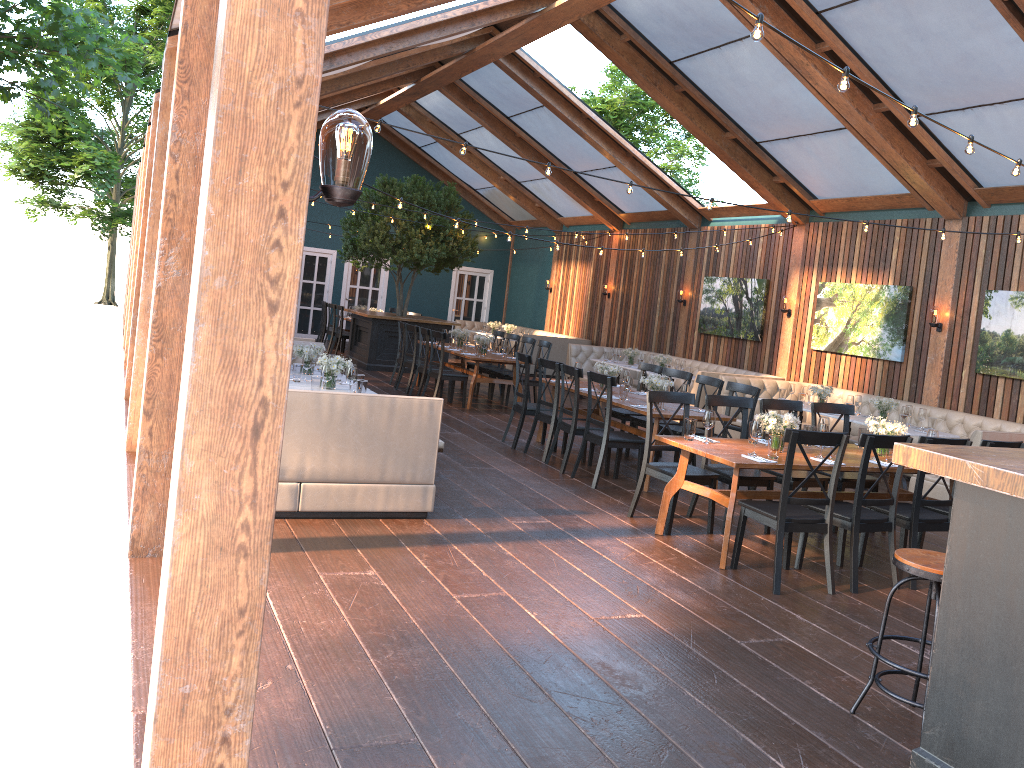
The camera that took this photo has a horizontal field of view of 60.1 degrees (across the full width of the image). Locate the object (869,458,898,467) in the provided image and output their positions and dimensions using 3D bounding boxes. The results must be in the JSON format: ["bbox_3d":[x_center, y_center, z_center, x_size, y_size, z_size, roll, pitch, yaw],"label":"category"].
[{"bbox_3d":[2.691,0.571,6.457,0.157,0.019,0.257,4,6,-24],"label":"object"}]

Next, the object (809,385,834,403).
[{"bbox_3d":[3.853,0.153,10.996,0.329,0.309,0.337,6,4,-2],"label":"object"}]

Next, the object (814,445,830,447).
[{"bbox_3d":[2.457,0.481,7.068,0.157,0.019,0.257,4,6,-24],"label":"object"}]

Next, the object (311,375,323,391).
[{"bbox_3d":[-1.549,0.015,6.998,0.091,0.158,0.092,4,4,-38],"label":"object"}]

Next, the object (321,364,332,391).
[{"bbox_3d":[-1.491,-0.031,7.092,0.092,0.244,0.092,7,3,18],"label":"object"}]

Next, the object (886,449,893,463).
[{"bbox_3d":[2.823,0.504,6.573,0.092,0.158,0.092,7,3,2],"label":"object"}]

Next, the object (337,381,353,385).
[{"bbox_3d":[-1.493,-0.011,8.000,0.254,0.019,0.158,4,6,-24],"label":"object"}]

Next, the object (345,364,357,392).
[{"bbox_3d":[-1.340,-0.039,7.342,0.092,0.244,0.092,7,3,18],"label":"object"}]

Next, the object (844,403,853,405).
[{"bbox_3d":[3.921,0.304,10.336,0.091,0.158,0.092,4,4,-38],"label":"object"}]

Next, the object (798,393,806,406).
[{"bbox_3d":[3.616,0.196,11.044,0.091,0.158,0.092,4,4,-38],"label":"object"}]

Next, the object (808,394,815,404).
[{"bbox_3d":[3.877,0.183,11.465,0.091,0.158,0.092,4,4,-38],"label":"object"}]

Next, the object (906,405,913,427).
[{"bbox_3d":[4.454,0.361,9.954,0.092,0.244,0.092,7,3,18],"label":"object"}]

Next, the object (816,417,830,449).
[{"bbox_3d":[2.424,0.381,6.903,0.092,0.244,0.092,7,3,18],"label":"object"}]

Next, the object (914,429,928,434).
[{"bbox_3d":[4.458,0.515,9.564,0.157,0.019,0.257,4,6,-24],"label":"object"}]

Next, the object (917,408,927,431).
[{"bbox_3d":[4.501,0.390,9.723,0.092,0.244,0.092,7,3,18],"label":"object"}]

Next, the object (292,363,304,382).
[{"bbox_3d":[-1.873,-0.097,7.723,0.091,0.158,0.092,4,4,-38],"label":"object"}]

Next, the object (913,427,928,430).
[{"bbox_3d":[4.603,0.494,9.928,0.254,0.019,0.158,4,6,-24],"label":"object"}]

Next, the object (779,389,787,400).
[{"bbox_3d":[3.489,0.144,11.418,0.091,0.158,0.092,4,4,-38],"label":"object"}]

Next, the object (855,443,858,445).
[{"bbox_3d":[2.976,0.517,7.303,0.157,0.019,0.257,4,6,-24],"label":"object"}]

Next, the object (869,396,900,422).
[{"bbox_3d":[4.256,0.287,10.136,0.338,0.309,0.328,10,5,40],"label":"object"}]

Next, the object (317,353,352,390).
[{"bbox_3d":[-1.533,-0.113,7.525,0.338,0.309,0.328,10,5,40],"label":"object"}]

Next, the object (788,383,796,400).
[{"bbox_3d":[3.588,0.117,11.363,0.092,0.244,0.092,8,3,24],"label":"object"}]

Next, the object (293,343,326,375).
[{"bbox_3d":[-1.936,-0.247,8.386,0.329,0.309,0.337,6,4,-2],"label":"object"}]

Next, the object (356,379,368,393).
[{"bbox_3d":[-1.203,0.048,7.059,0.091,0.158,0.092,4,4,-38],"label":"object"}]

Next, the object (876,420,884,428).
[{"bbox_3d":[2.964,0.419,7.137,0.092,0.244,0.092,7,3,18],"label":"object"}]

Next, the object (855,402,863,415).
[{"bbox_3d":[4.200,0.295,10.735,0.091,0.158,0.092,4,4,-38],"label":"object"}]

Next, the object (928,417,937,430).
[{"bbox_3d":[4.590,0.449,9.671,0.091,0.158,0.092,4,4,-38],"label":"object"}]

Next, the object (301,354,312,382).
[{"bbox_3d":[-1.815,-0.143,7.817,0.092,0.244,0.092,7,3,18],"label":"object"}]

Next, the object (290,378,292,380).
[{"bbox_3d":[-1.990,-0.053,7.851,0.254,0.019,0.158,4,6,-24],"label":"object"}]

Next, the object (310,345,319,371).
[{"bbox_3d":[-1.965,-0.256,8.756,0.092,0.244,0.092,8,3,24],"label":"object"}]

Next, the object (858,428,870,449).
[{"bbox_3d":[2.867,0.443,7.213,0.092,0.158,0.092,7,3,2],"label":"object"}]

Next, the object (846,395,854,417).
[{"bbox_3d":[3.979,0.258,10.429,0.092,0.244,0.092,7,3,18],"label":"object"}]

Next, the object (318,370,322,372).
[{"bbox_3d":[-1.816,-0.123,8.730,0.254,0.019,0.158,4,6,-24],"label":"object"}]

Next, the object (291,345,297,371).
[{"bbox_3d":[-2.119,-0.250,8.525,0.092,0.244,0.092,8,3,24],"label":"object"}]

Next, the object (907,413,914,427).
[{"bbox_3d":[4.502,0.400,10.051,0.091,0.158,0.092,4,4,-38],"label":"object"}]

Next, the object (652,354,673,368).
[{"bbox_3d":[2.424,-0.344,14.253,0.336,0.309,0.330,6,4,-8],"label":"object"}]

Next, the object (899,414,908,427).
[{"bbox_3d":[4.245,0.415,9.610,0.091,0.158,0.092,4,4,-38],"label":"object"}]

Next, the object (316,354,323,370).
[{"bbox_3d":[-1.917,-0.217,8.853,0.091,0.158,0.092,4,4,-38],"label":"object"}]

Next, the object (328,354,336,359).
[{"bbox_3d":[-1.643,-0.144,8.026,0.092,0.244,0.092,7,3,18],"label":"object"}]

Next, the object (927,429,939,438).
[{"bbox_3d":[3.253,0.480,6.865,0.092,0.244,0.092,7,3,18],"label":"object"}]

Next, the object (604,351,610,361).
[{"bbox_3d":[1.660,-0.488,15.543,0.091,0.158,0.092,4,4,-38],"label":"object"}]

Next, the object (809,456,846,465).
[{"bbox_3d":[2.213,0.537,6.247,0.157,0.019,0.257,4,6,-24],"label":"object"}]

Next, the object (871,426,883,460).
[{"bbox_3d":[2.723,0.444,6.618,0.092,0.244,0.092,7,3,18],"label":"object"}]

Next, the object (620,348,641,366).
[{"bbox_3d":[2.036,-0.478,15.128,0.335,0.309,0.331,6,4,-12],"label":"object"}]

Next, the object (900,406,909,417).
[{"bbox_3d":[4.303,0.369,9.704,0.092,0.244,0.092,7,3,18],"label":"object"}]

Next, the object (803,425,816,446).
[{"bbox_3d":[2.335,0.407,6.968,0.092,0.158,0.092,7,3,2],"label":"object"}]

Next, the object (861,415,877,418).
[{"bbox_3d":[4.300,0.389,10.612,0.254,0.019,0.158,4,6,-24],"label":"object"}]

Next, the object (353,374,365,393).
[{"bbox_3d":[-1.291,-0.001,7.438,0.091,0.158,0.092,4,4,-38],"label":"object"}]

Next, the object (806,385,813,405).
[{"bbox_3d":[3.828,0.145,11.368,0.092,0.244,0.092,8,3,24],"label":"object"}]

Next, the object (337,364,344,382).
[{"bbox_3d":[-1.594,-0.105,8.123,0.091,0.158,0.092,4,4,-38],"label":"object"}]

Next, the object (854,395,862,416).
[{"bbox_3d":[4.151,0.256,10.638,0.092,0.244,0.092,7,3,18],"label":"object"}]

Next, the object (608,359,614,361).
[{"bbox_3d":[1.777,-0.416,15.655,0.157,0.019,0.257,4,6,-24],"label":"object"}]

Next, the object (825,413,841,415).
[{"bbox_3d":[3.804,0.348,10.463,0.254,0.019,0.158,4,6,-24],"label":"object"}]

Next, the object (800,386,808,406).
[{"bbox_3d":[3.674,0.150,11.138,0.092,0.244,0.092,8,3,24],"label":"object"}]

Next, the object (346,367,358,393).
[{"bbox_3d":[-1.293,-0.011,7.111,0.092,0.244,0.092,7,3,18],"label":"object"}]
